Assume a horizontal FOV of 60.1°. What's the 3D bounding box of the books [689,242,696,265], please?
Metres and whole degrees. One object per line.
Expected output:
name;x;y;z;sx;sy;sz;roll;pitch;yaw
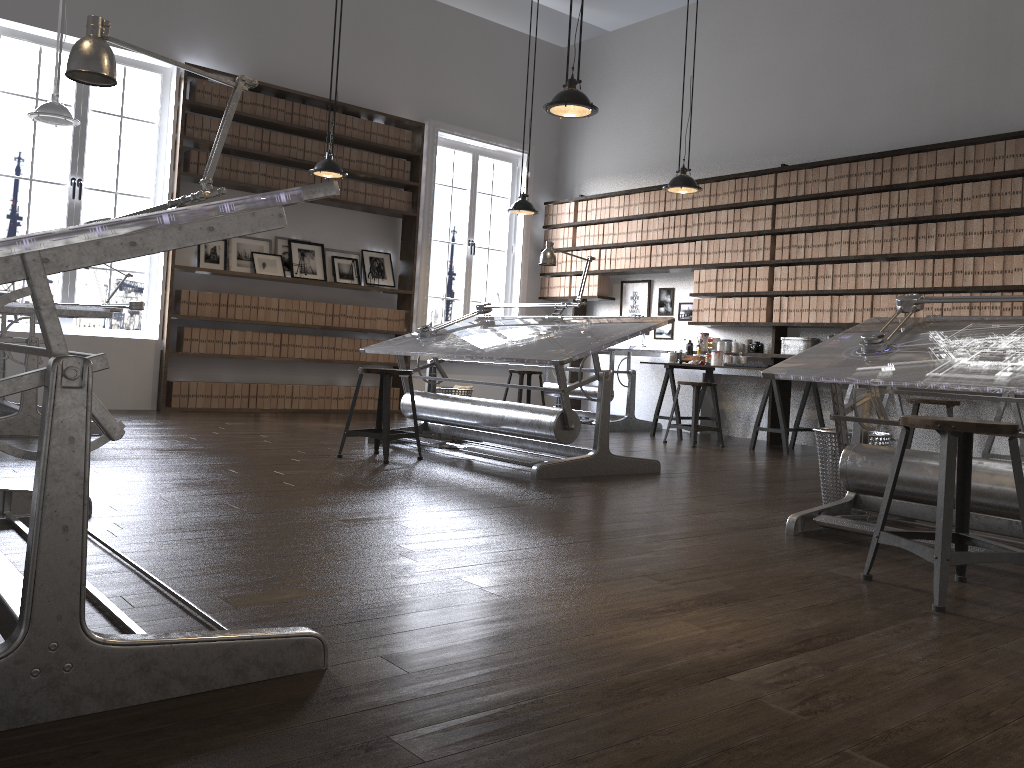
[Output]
books;1.789;-1.244;8.542;0.174;0.226;0.067;4;-1;-39

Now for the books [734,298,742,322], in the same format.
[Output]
books;2.114;-0.670;8.089;0.174;0.226;0.067;4;-1;-39

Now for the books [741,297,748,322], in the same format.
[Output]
books;2.160;-0.665;8.033;0.174;0.226;0.067;4;-1;-39

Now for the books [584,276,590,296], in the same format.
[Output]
books;0.869;-1.059;9.639;0.174;0.226;0.067;4;-1;-39

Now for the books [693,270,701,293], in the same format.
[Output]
books;1.820;-0.969;8.477;0.174;0.226;0.067;4;-1;-39

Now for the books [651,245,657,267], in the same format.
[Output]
books;1.487;-1.272;8.918;0.174;0.226;0.067;4;-1;-39

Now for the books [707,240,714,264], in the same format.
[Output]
books;1.933;-1.237;8.375;0.174;0.226;0.067;4;-1;-39

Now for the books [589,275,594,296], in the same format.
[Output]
books;0.918;-1.054;9.589;0.174;0.226;0.067;4;-1;-39

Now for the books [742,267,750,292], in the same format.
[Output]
books;2.173;-0.936;8.045;0.174;0.226;0.067;4;-1;-39

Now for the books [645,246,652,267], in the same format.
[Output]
books;1.436;-1.277;8.973;0.174;0.226;0.067;4;-1;-39

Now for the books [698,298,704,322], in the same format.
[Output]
books;1.854;-0.694;8.416;0.174;0.226;0.067;4;-1;-39

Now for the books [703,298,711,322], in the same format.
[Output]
books;1.892;-0.691;8.366;0.174;0.226;0.067;4;-1;-39

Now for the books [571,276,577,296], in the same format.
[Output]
books;0.742;-1.071;9.796;0.174;0.226;0.067;4;-1;-39

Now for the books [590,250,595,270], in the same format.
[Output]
books;0.937;-1.331;9.588;0.174;0.226;0.067;4;-1;-39

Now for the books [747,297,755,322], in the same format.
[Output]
books;2.204;-0.661;7.987;0.174;0.226;0.067;4;-1;-39

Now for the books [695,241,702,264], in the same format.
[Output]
books;1.837;-1.246;8.480;0.174;0.226;0.067;4;-1;-39

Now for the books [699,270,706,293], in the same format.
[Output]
books;1.868;-0.965;8.422;0.174;0.226;0.067;4;-1;-39

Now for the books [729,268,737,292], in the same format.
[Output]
books;2.081;-0.945;8.159;0.174;0.226;0.067;4;-1;-39

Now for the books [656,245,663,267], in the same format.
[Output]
books;1.529;-1.268;8.860;0.174;0.226;0.067;4;-1;-39

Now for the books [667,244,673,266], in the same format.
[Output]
books;1.622;-1.260;8.753;0.174;0.226;0.067;4;-1;-39

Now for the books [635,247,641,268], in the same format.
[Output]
books;1.350;-1.285;9.083;0.174;0.226;0.067;4;-1;-39

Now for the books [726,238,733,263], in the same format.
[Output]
books;2.065;-1.225;8.208;0.174;0.226;0.067;4;-1;-39

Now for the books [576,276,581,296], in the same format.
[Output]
books;0.789;-1.066;9.741;0.174;0.226;0.067;4;-1;-39

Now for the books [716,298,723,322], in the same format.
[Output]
books;1.984;-0.682;8.257;0.174;0.226;0.067;4;-1;-39

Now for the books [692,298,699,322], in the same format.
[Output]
books;1.808;-0.698;8.464;0.174;0.226;0.067;4;-1;-39

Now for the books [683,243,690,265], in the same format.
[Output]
books;1.744;-1.248;8.599;0.174;0.226;0.067;4;-1;-39

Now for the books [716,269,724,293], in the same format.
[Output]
books;1.995;-0.953;8.271;0.174;0.226;0.067;4;-1;-39

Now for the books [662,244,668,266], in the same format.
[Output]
books;1.577;-1.264;8.808;0.174;0.226;0.067;4;-1;-39

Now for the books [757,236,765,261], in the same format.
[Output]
books;2.278;-1.205;7.945;0.174;0.226;0.067;4;-1;-39

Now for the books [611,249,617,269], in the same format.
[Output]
books;1.130;-1.306;9.353;0.174;0.226;0.067;4;-1;-39

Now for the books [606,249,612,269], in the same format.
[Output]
books;1.083;-1.310;9.404;0.174;0.226;0.067;4;-1;-39

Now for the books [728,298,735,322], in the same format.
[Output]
books;2.071;-0.674;8.147;0.174;0.226;0.067;4;-1;-39

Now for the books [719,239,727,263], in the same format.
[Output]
books;2.017;-1.229;8.263;0.174;0.226;0.067;4;-1;-39

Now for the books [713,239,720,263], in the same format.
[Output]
books;1.976;-1.233;8.320;0.174;0.226;0.067;4;-1;-39

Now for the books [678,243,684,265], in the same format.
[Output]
books;1.706;-1.252;8.649;0.174;0.226;0.067;4;-1;-39

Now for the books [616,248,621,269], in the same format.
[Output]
books;1.176;-1.302;9.300;0.174;0.226;0.067;4;-1;-39

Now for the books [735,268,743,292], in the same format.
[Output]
books;2.130;-0.940;8.107;0.174;0.226;0.067;4;-1;-39

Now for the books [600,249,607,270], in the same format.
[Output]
books;1.033;-1.315;9.469;0.174;0.226;0.067;4;-1;-39

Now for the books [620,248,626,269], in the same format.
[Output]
books;1.217;-1.298;9.243;0.174;0.226;0.067;4;-1;-39

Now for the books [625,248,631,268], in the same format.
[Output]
books;1.261;-1.293;9.185;0.174;0.226;0.067;4;-1;-39

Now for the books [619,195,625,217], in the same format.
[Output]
books;1.210;-1.853;9.302;0.174;0.226;0.067;4;-1;-39

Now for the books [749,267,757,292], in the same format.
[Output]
books;2.224;-0.931;7.991;0.174;0.226;0.067;4;-1;-39

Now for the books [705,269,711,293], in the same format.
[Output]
books;1.909;-0.961;8.374;0.174;0.226;0.067;4;-1;-39

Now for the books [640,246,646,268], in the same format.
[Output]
books;1.393;-1.281;9.034;0.174;0.226;0.067;4;-1;-39

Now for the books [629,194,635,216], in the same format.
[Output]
books;1.303;-1.844;9.197;0.174;0.226;0.067;4;-1;-39

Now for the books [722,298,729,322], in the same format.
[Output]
books;2.030;-0.678;8.204;0.174;0.226;0.067;4;-1;-39

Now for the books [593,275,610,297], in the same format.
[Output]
books;0.961;-1.050;9.534;0.174;0.226;0.067;4;-1;-39

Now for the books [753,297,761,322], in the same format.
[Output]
books;2.247;-0.657;7.938;0.174;0.226;0.067;4;-1;-39

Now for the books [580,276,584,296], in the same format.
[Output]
books;0.830;-1.063;9.693;0.174;0.226;0.067;4;-1;-39

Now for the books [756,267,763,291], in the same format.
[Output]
books;2.270;-0.927;7.931;0.174;0.226;0.067;4;-1;-39

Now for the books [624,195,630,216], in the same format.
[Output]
books;1.257;-1.849;9.250;0.174;0.226;0.067;4;-1;-39

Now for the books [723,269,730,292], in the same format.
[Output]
books;2.040;-0.949;8.216;0.174;0.226;0.067;4;-1;-39

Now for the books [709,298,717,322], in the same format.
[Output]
books;1.937;-0.686;8.309;0.174;0.226;0.067;4;-1;-39

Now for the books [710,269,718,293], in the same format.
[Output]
books;1.947;-0.957;8.320;0.174;0.226;0.067;4;-1;-39

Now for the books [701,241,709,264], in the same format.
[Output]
books;1.886;-1.242;8.426;0.174;0.226;0.067;4;-1;-39

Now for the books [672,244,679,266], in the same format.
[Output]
books;1.660;-1.256;8.697;0.174;0.226;0.067;4;-1;-39

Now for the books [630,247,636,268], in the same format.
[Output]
books;1.306;-1.289;9.129;0.174;0.226;0.067;4;-1;-39

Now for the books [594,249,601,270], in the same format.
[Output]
books;0.974;-1.327;9.536;0.174;0.226;0.067;4;-1;-39
